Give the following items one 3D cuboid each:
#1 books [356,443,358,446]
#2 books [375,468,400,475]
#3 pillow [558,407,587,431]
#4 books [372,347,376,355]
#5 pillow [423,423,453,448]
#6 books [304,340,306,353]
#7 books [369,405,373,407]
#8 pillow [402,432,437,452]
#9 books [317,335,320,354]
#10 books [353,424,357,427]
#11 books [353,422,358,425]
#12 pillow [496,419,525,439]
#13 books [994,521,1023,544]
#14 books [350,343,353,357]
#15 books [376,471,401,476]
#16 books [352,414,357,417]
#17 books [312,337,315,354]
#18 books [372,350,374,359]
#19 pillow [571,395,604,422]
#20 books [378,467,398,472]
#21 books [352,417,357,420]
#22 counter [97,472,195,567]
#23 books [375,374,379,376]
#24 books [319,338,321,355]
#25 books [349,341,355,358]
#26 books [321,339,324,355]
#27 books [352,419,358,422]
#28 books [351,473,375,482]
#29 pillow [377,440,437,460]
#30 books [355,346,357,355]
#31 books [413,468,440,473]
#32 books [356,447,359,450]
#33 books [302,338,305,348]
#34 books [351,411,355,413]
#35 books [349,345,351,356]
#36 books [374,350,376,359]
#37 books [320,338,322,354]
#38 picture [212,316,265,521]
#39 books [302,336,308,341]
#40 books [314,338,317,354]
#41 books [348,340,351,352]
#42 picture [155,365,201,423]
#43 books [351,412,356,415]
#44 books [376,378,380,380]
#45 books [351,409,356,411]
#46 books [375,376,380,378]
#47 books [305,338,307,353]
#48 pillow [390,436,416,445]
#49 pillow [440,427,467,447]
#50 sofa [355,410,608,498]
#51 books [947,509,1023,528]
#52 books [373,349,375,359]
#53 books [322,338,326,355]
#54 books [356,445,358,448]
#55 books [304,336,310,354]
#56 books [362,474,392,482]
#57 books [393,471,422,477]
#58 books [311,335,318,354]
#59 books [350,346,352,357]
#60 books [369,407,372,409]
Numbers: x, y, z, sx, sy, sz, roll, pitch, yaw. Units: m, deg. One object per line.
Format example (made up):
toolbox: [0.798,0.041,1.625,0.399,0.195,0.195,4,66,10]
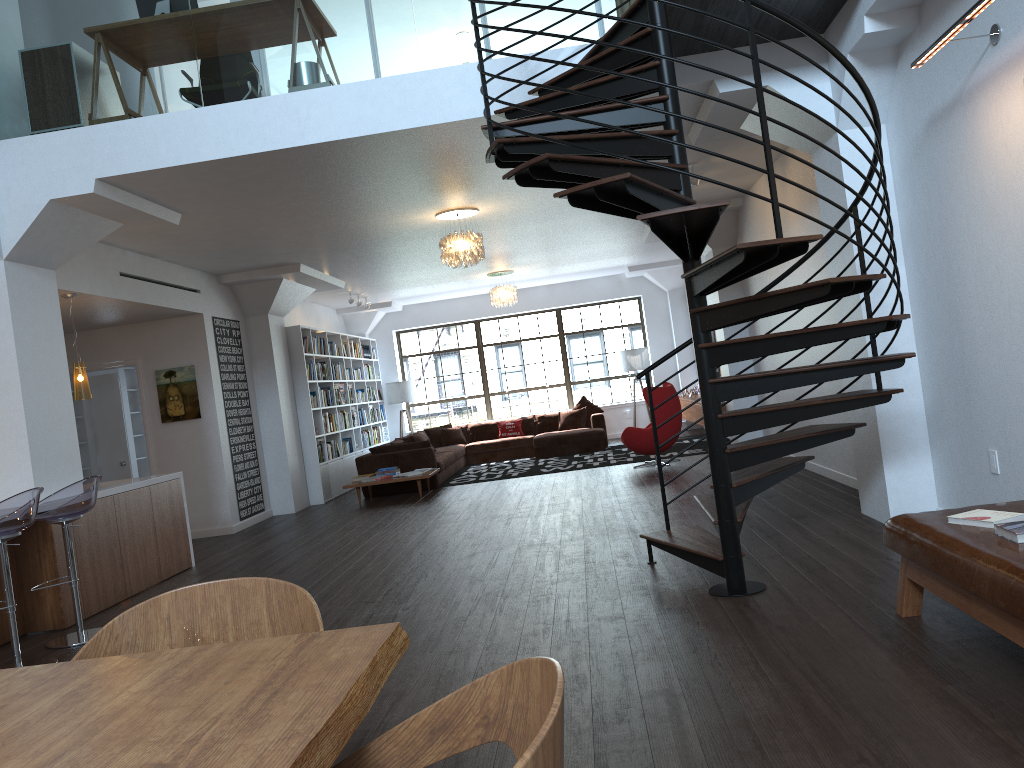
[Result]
books: [-2.609,0.986,14.174,0.254,0.032,0.174,-8,0,9]
books: [-1.634,1.152,11.682,0.279,0.035,0.191,-8,0,14]
pillow: [1.030,0.604,15.235,0.542,0.362,0.248,-8,0,25]
books: [-2.582,-0.549,16.313,0.140,0.231,0.042,-8,0,4]
pillow: [-1.221,0.915,15.475,0.580,0.418,0.334,-8,0,-23]
books: [-2.901,-0.503,12.080,0.167,0.210,0.162,-8,0,4]
books: [-2.545,0.395,15.325,0.224,0.030,0.161,-8,0,14]
pillow: [-1.457,0.960,13.870,0.325,0.391,0.625,-8,0,21]
books: [-2.864,-0.546,12.698,0.197,0.290,0.136,-8,0,4]
books: [-2.609,0.681,14.199,0.246,0.038,0.171,-8,0,4]
books: [-2.616,0.644,14.202,0.251,0.037,0.160,-8,0,9]
pillow: [-0.026,0.785,15.432,0.465,0.308,0.220,-8,0,0]
books: [1.853,0.508,3.100,0.247,0.040,0.185,-8,0,7]
books: [-2.718,-0.541,14.634,0.171,0.246,0.057,-8,0,4]
books: [-1.625,1.187,11.677,0.312,0.037,0.216,-8,0,-6]
books: [-2.627,0.523,14.204,0.253,0.040,0.183,-8,0,4]
books: [-2.869,-0.526,12.495,0.170,0.251,0.118,-8,0,4]
books: [-2.594,-0.524,16.130,0.134,0.184,0.030,-8,0,4]
pillow: [1.234,0.493,15.384,0.651,0.587,0.335,-8,0,-17]
books: [-1.634,1.120,11.679,0.224,0.027,0.157,-8,0,9]
books: [-2.616,0.563,14.212,0.231,0.044,0.168,-8,0,-1]
counter: [-2.737,1.181,4.045,3.039,0.860,8.182,-8,0,-25]
books: [-2.578,-0.145,16.125,0.254,0.032,0.174,-8,0,39]
books: [-2.842,-0.528,12.768,0.159,0.248,0.089,-8,0,4]
books: [-2.718,-0.563,14.717,0.176,0.290,0.053,-8,0,4]
books: [-2.834,-0.526,12.887,0.174,0.243,0.085,-8,0,4]
books: [-2.623,0.607,14.226,0.259,0.040,0.180,-8,0,4]
books: [-1.944,1.226,11.641,0.241,0.045,0.334,-8,0,6]
pillow: [-1.433,0.973,12.169,0.750,0.364,0.289,-8,0,3]
books: [-2.701,-0.535,14.890,0.168,0.231,0.037,-8,0,4]
books: [-1.149,1.121,11.575,0.256,0.035,0.350,-8,0,29]
books: [-2.595,1.052,14.171,0.284,0.035,0.197,-8,0,4]
books: [-2.899,-0.506,11.989,0.182,0.215,0.188,-8,0,4]
books: [-2.606,0.457,14.195,0.161,0.026,0.223,-8,0,-6]
books: [-2.731,-0.540,14.448,0.189,0.247,0.057,-8,0,4]
books: [-2.578,-0.529,16.272,0.139,0.191,0.036,-8,0,4]
books: [-2.837,-0.530,12.801,0.182,0.253,0.098,-8,0,4]
picture: [-3.253,0.397,10.606,0.021,2.380,0.800,-8,0,4]
books: [-2.892,-0.525,12.209,0.159,0.248,0.089,-8,0,4]
books: [-2.862,-0.523,12.547,0.174,0.242,0.105,-8,0,4]
books: [-2.713,-0.568,14.497,0.140,0.298,0.044,-8,0,4]
picture: [-3.763,0.117,9.988,0.450,0.600,0.030,-8,0,4]
books: [-2.625,0.488,14.210,0.223,0.032,0.161,-8,0,4]
books: [-2.571,-0.078,16.130,0.284,0.035,0.197,-8,0,34]
books: [-2.617,0.433,14.203,0.208,0.024,0.144,-8,0,9]
books: [-2.575,-0.112,16.130,0.284,0.033,0.197,-8,0,19]
books: [-2.888,-0.510,12.144,0.161,0.218,0.101,-8,0,4]
pillow: [-1.457,0.935,12.437,0.269,0.411,0.559,-8,0,-40]
pillow: [-1.037,0.908,15.365,0.489,0.337,0.238,-8,0,-26]
sofa: [-0.224,0.956,13.838,3.481,0.664,4.197,-8,0,4]
books: [1.828,0.518,3.422,0.161,0.031,0.223,-8,0,-18]
books: [-2.584,-0.531,16.231,0.136,0.196,0.045,-8,0,4]
books: [-2.829,-0.533,12.990,0.182,0.255,0.077,-8,0,4]
books: [-2.600,1.018,14.171,0.284,0.033,0.197,-8,0,-11]
books: [-2.887,-0.527,12.252,0.170,0.251,0.118,-8,0,4]
books: [-1.724,1.200,11.281,0.236,0.035,0.340,-8,0,29]
books: [-1.327,1.144,11.243,0.342,0.040,0.231,-8,0,44]
books: [-2.864,-0.547,12.635,0.176,0.293,0.125,-8,0,4]
books: [-2.710,-0.523,14.544,0.144,0.207,0.048,-8,0,4]
books: [-2.541,0.424,15.316,0.223,0.031,0.161,-8,0,4]
